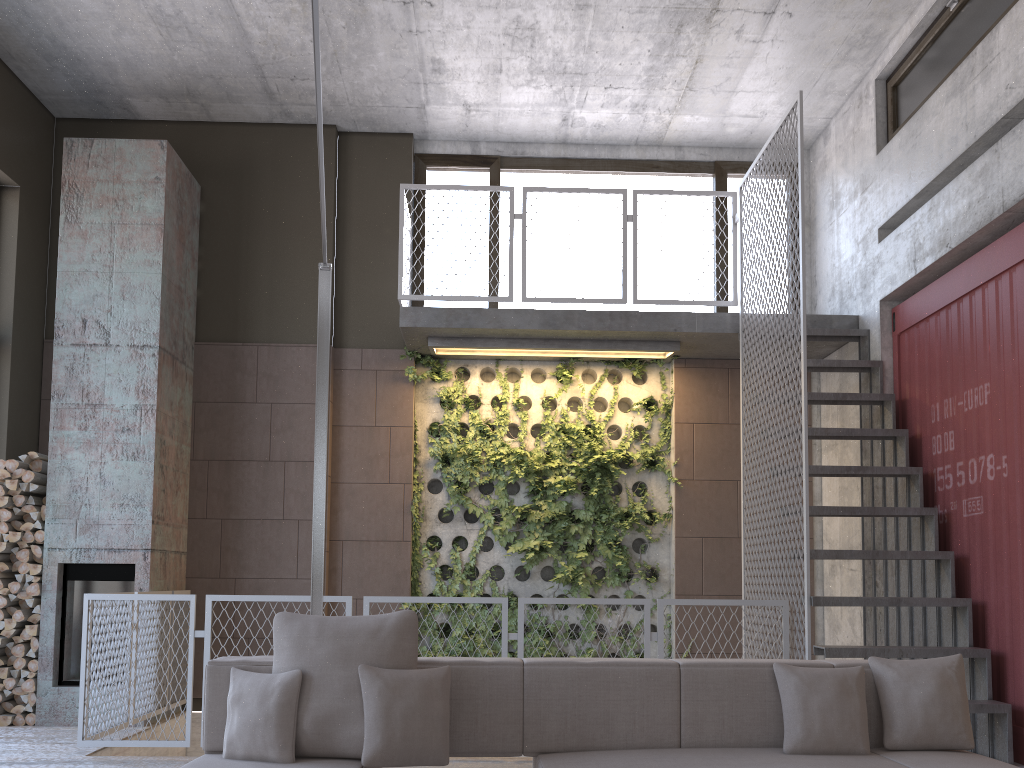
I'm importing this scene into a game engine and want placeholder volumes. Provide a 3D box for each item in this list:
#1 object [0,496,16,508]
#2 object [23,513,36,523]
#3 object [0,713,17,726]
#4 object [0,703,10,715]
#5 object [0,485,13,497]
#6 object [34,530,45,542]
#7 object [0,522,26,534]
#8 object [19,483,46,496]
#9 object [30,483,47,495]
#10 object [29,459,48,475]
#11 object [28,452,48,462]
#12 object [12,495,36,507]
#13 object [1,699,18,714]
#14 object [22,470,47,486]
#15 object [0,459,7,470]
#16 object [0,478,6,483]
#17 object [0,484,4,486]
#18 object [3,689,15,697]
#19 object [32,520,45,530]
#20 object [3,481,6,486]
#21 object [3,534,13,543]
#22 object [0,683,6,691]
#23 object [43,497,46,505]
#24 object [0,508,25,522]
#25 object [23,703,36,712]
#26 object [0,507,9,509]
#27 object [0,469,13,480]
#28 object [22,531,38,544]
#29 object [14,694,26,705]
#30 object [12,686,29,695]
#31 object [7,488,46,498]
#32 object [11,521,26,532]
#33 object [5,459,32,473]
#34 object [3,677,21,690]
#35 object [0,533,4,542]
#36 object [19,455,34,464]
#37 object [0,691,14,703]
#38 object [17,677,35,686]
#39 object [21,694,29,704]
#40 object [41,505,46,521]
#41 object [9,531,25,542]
[{"bbox_3d":[-3.836,0.933,6.818,0.093,0.082,0.490,1,-12,-2],"label":"object"},{"bbox_3d":[-3.733,1.079,6.922,0.104,0.100,0.298,1,-12,-2],"label":"object"},{"bbox_3d":[-3.769,2.555,6.743,0.093,0.082,0.490,1,-12,-2],"label":"object"},{"bbox_3d":[-3.881,2.486,6.753,0.092,0.091,0.446,1,-12,-2],"label":"object"},{"bbox_3d":[-3.868,0.854,6.816,0.091,0.087,0.465,1,-12,-2],"label":"object"},{"bbox_3d":[-3.585,1.202,6.864,0.091,0.090,0.446,1,-12,-2],"label":"object"},{"bbox_3d":[-3.868,1.136,6.853,0.092,0.091,0.446,1,-12,-2],"label":"object"},{"bbox_3d":[-3.705,0.826,6.841,0.067,0.065,0.432,1,-12,-2],"label":"object"},{"bbox_3d":[-3.624,0.827,6.843,0.066,0.066,0.432,1,-12,-2],"label":"object"},{"bbox_3d":[-3.683,0.667,6.922,0.099,0.106,0.300,1,-12,-1],"label":"object"},{"bbox_3d":[-3.683,0.584,6.897,0.087,0.055,0.339,1,-12,-2],"label":"object"},{"bbox_3d":[-3.740,0.931,6.847,0.091,0.087,0.465,1,-12,-3],"label":"object"},{"bbox_3d":[-3.804,2.478,6.783,0.101,0.085,0.370,1,-12,-2],"label":"object"},{"bbox_3d":[-3.664,0.747,6.841,0.093,0.091,0.446,1,-12,-2],"label":"object"},{"bbox_3d":[-3.887,0.665,6.865,0.091,0.088,0.465,1,-12,-3],"label":"object"},{"bbox_3d":[-3.943,0.747,6.855,0.122,0.067,0.371,1,-12,-1],"label":"object"},{"bbox_3d":[-3.930,0.816,6.838,0.066,0.085,0.434,1,-12,-4],"label":"object"},{"bbox_3d":[-3.790,2.350,6.748,0.064,0.073,0.367,1,-12,-3],"label":"object"},{"bbox_3d":[-3.611,1.112,6.860,0.071,0.071,0.431,1,-12,-2],"label":"object"},{"bbox_3d":[-3.873,0.807,6.926,0.071,0.070,0.432,1,-12,-2],"label":"object"},{"bbox_3d":[-3.831,1.213,6.842,0.067,0.066,0.431,1,-12,-2],"label":"object"},{"bbox_3d":[-3.850,2.305,6.723,0.089,0.055,0.339,1,-12,-2],"label":"object"},{"bbox_3d":[-3.592,0.934,6.945,0.100,0.100,0.299,1,-12,-1],"label":"object"},{"bbox_3d":[-3.842,1.022,6.787,0.098,0.105,0.300,1,-12,-1],"label":"object"},{"bbox_3d":[-3.624,2.463,6.760,0.071,0.071,0.431,1,-12,-2],"label":"object"},{"bbox_3d":[-3.912,0.942,6.817,0.067,0.066,0.431,1,-12,-2],"label":"object"},{"bbox_3d":[-3.842,0.729,6.821,0.113,0.078,0.444,1,-12,-2],"label":"object"},{"bbox_3d":[-3.672,1.209,6.865,0.091,0.087,0.465,1,-12,-2],"label":"object"},{"bbox_3d":[-3.746,2.430,6.822,0.104,0.100,0.298,1,-12,-2],"label":"object"},{"bbox_3d":[-3.688,2.338,6.748,0.122,0.066,0.371,1,-12,-1],"label":"object"},{"bbox_3d":[-3.769,0.867,6.849,0.115,0.078,0.444,1,-12,-2],"label":"object"},{"bbox_3d":[-3.791,1.127,6.883,0.101,0.085,0.370,1,-12,-2],"label":"object"},{"bbox_3d":[-3.793,0.654,6.783,0.104,0.101,0.298,1,-12,-2],"label":"object"},{"bbox_3d":[-3.753,2.281,6.747,0.091,0.087,0.465,1,-12,-3],"label":"object"},{"bbox_3d":[-3.912,1.210,6.840,0.067,0.066,0.431,1,-12,-2],"label":"object"},{"bbox_3d":[-3.745,0.614,6.867,0.065,0.072,0.367,1,-12,-3],"label":"object"},{"bbox_3d":[-3.855,2.372,6.687,0.098,0.105,0.300,1,-12,-1],"label":"object"},{"bbox_3d":[-3.684,2.279,6.780,0.067,0.070,0.432,1,-12,-2],"label":"object"},{"bbox_3d":[-3.654,2.406,6.756,0.066,0.083,0.434,1,-12,-4],"label":"object"},{"bbox_3d":[-3.573,1.021,6.867,0.063,0.123,0.371,1,-12,-3],"label":"object"},{"bbox_3d":[-3.755,1.204,6.843,0.093,0.082,0.490,1,-12,-2],"label":"object"}]
